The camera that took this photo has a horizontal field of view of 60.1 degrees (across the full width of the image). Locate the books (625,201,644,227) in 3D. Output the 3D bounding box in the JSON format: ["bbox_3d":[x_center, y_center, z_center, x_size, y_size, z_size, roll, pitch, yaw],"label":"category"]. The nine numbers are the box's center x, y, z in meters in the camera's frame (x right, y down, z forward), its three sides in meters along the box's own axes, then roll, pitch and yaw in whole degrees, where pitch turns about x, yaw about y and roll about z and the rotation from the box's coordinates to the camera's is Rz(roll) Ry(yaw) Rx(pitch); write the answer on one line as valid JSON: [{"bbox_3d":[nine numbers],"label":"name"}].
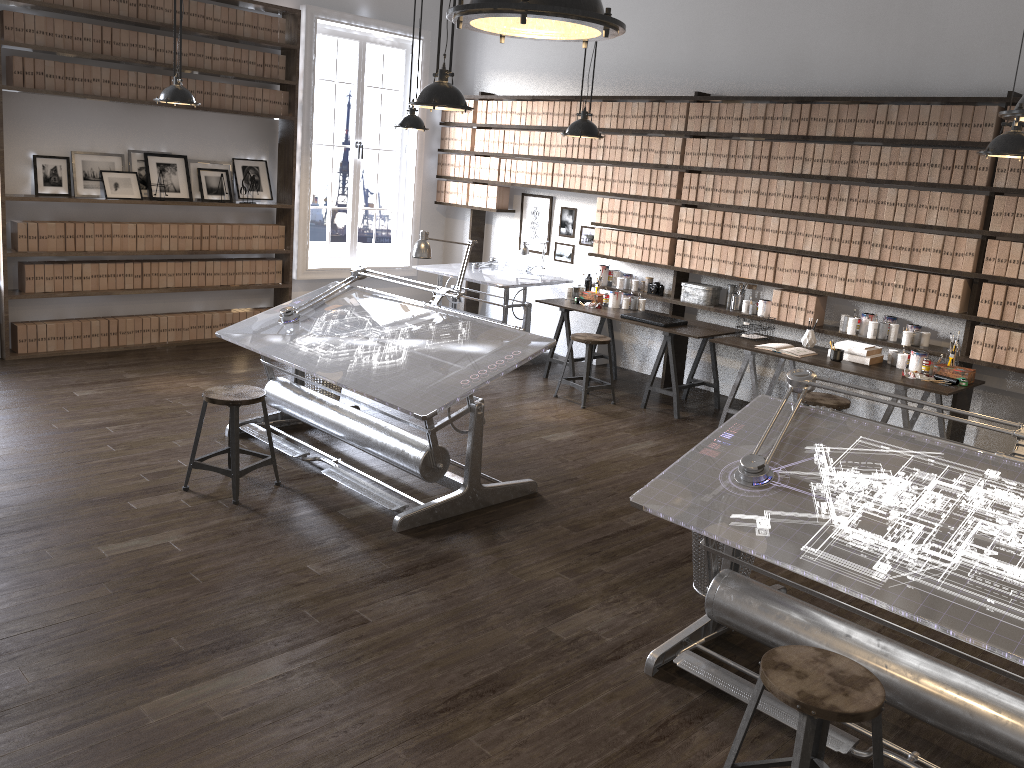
[{"bbox_3d":[1.073,-1.472,7.680,0.175,0.223,0.067,-7,16,-44],"label":"books"}]

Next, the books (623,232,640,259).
[{"bbox_3d":[1.058,-1.208,7.726,0.175,0.223,0.067,-7,16,-44],"label":"books"}]

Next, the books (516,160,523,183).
[{"bbox_3d":[0.126,-2.051,8.591,0.175,0.223,0.067,-7,16,-44],"label":"books"}]

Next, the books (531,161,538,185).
[{"bbox_3d":[0.270,-2.001,8.437,0.175,0.223,0.067,-7,16,-44],"label":"books"}]

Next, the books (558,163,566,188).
[{"bbox_3d":[0.515,-1.922,8.198,0.175,0.223,0.067,-7,16,-44],"label":"books"}]

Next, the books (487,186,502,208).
[{"bbox_3d":[-0.162,-1.876,8.906,0.175,0.223,0.067,-7,16,-44],"label":"books"}]

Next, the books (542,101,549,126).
[{"bbox_3d":[0.368,-2.518,8.279,0.175,0.223,0.067,-7,16,-44],"label":"books"}]

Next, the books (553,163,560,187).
[{"bbox_3d":[0.469,-1.938,8.250,0.175,0.223,0.067,-7,16,-44],"label":"books"}]

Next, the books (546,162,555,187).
[{"bbox_3d":[0.413,-1.955,8.298,0.175,0.223,0.067,-7,17,-44],"label":"books"}]

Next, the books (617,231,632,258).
[{"bbox_3d":[1.008,-1.224,7.773,0.175,0.223,0.067,-7,16,-44],"label":"books"}]

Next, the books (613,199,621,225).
[{"bbox_3d":[0.972,-1.503,7.772,0.175,0.223,0.067,-7,17,-44],"label":"books"}]

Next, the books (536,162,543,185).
[{"bbox_3d":[0.318,-1.987,8.397,0.175,0.223,0.067,-7,17,-44],"label":"books"}]

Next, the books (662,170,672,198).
[{"bbox_3d":[1.340,-1.659,7.378,0.175,0.223,0.067,-7,16,-44],"label":"books"}]

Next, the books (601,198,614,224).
[{"bbox_3d":[0.884,-1.533,7.863,0.175,0.223,0.067,-7,16,-44],"label":"books"}]

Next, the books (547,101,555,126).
[{"bbox_3d":[0.418,-2.502,8.229,0.175,0.223,0.067,-7,17,-44],"label":"books"}]

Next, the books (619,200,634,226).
[{"bbox_3d":[1.023,-1.488,7.729,0.175,0.223,0.067,-7,16,-44],"label":"books"}]

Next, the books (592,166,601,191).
[{"bbox_3d":[0.801,-1.828,7.913,0.175,0.223,0.067,-7,16,-44],"label":"books"}]

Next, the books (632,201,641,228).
[{"bbox_3d":[1.119,-1.456,7.628,0.175,0.223,0.067,-7,17,-44],"label":"books"}]

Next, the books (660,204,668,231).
[{"bbox_3d":[1.327,-1.389,7.425,0.175,0.223,0.067,-7,16,-44],"label":"books"}]

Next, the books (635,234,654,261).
[{"bbox_3d":[1.152,-1.175,7.623,0.175,0.223,0.067,-7,17,-44],"label":"books"}]

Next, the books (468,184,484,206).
[{"bbox_3d":[-0.355,-1.937,9.090,0.175,0.223,0.067,-7,16,-44],"label":"books"}]

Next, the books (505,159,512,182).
[{"bbox_3d":[0.025,-2.082,8.683,0.175,0.223,0.067,-7,17,-44],"label":"books"}]

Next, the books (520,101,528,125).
[{"bbox_3d":[0.172,-2.583,8.476,0.175,0.223,0.067,-7,16,-44],"label":"books"}]

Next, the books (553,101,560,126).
[{"bbox_3d":[0.466,-2.488,8.189,0.175,0.223,0.067,-7,16,-44],"label":"books"}]

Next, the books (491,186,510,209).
[{"bbox_3d":[-0.114,-1.860,8.857,0.175,0.223,0.067,-7,16,-44],"label":"books"}]

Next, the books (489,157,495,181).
[{"bbox_3d":[-0.136,-2.142,8.846,0.175,0.223,0.067,-7,16,-44],"label":"books"}]

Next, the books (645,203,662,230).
[{"bbox_3d":[1.220,-1.422,7.527,0.175,0.223,0.067,-7,16,-44],"label":"books"}]

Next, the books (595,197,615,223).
[{"bbox_3d":[0.832,-1.549,7.912,0.175,0.223,0.067,-7,17,-44],"label":"books"}]

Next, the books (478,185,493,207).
[{"bbox_3d":[-0.258,-1.907,8.999,0.175,0.223,0.067,-7,17,-44],"label":"books"}]

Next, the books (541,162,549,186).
[{"bbox_3d":[0.365,-1.972,8.353,0.175,0.223,0.067,-7,16,-44],"label":"books"}]

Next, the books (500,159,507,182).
[{"bbox_3d":[-0.031,-2.101,8.742,0.175,0.223,0.067,-7,17,-44],"label":"books"}]

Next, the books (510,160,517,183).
[{"bbox_3d":[0.076,-2.066,8.638,0.175,0.223,0.067,-7,16,-44],"label":"books"}]

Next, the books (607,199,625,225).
[{"bbox_3d":[0.929,-1.519,7.821,0.175,0.223,0.067,-7,16,-44],"label":"books"}]

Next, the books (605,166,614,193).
[{"bbox_3d":[0.908,-1.801,7.809,0.175,0.223,0.067,-7,16,-44],"label":"books"}]

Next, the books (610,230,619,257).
[{"bbox_3d":[0.956,-1.240,7.819,0.175,0.223,0.067,-7,17,-44],"label":"books"}]

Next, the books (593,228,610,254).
[{"bbox_3d":[0.815,-1.285,7.958,0.175,0.223,0.067,-7,17,-44],"label":"books"}]

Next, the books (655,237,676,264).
[{"bbox_3d":[1.297,-1.130,7.489,0.175,0.223,0.067,-7,16,-44],"label":"books"}]

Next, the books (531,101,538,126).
[{"bbox_3d":[0.274,-2.551,8.383,0.175,0.223,0.067,-7,17,-44],"label":"books"}]

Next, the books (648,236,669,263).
[{"bbox_3d":[1.249,-1.145,7.532,0.175,0.223,0.067,-7,17,-44],"label":"books"}]

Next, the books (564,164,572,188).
[{"bbox_3d":[0.567,-1.906,8.151,0.175,0.223,0.067,-7,17,-44],"label":"books"}]

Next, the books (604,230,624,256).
[{"bbox_3d":[0.907,-1.256,7.870,0.175,0.223,0.067,-7,16,-44],"label":"books"}]

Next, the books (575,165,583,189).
[{"bbox_3d":[0.660,-1.874,8.052,0.175,0.223,0.067,-7,16,-44],"label":"books"}]

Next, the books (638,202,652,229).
[{"bbox_3d":[1.172,-1.440,7.582,0.175,0.223,0.067,-7,17,-44],"label":"books"}]

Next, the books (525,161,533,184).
[{"bbox_3d":[0.220,-2.017,8.487,0.175,0.223,0.067,-7,17,-44],"label":"books"}]

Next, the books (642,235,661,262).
[{"bbox_3d":[1.202,-1.159,7.573,0.175,0.223,0.067,-7,16,-44],"label":"books"}]

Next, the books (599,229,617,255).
[{"bbox_3d":[0.864,-1.271,7.915,0.175,0.223,0.067,-7,16,-44],"label":"books"}]

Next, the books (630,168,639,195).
[{"bbox_3d":[1.105,-1.736,7.613,0.175,0.223,0.067,-7,17,-44],"label":"books"}]

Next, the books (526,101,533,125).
[{"bbox_3d":[0.224,-2.567,8.430,0.175,0.223,0.067,-7,17,-44],"label":"books"}]

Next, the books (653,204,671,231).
[{"bbox_3d":[1.276,-1.406,7.479,0.175,0.223,0.067,-7,17,-44],"label":"books"}]

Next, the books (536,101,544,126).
[{"bbox_3d":[0.320,-2.535,8.332,0.175,0.223,0.067,-7,16,-44],"label":"books"}]

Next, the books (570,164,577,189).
[{"bbox_3d":[0.617,-1.890,8.102,0.175,0.223,0.067,-7,17,-44],"label":"books"}]

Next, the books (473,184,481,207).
[{"bbox_3d":[-0.303,-1.921,9.041,0.175,0.223,0.067,-7,17,-44],"label":"books"}]

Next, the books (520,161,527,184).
[{"bbox_3d":[0.172,-2.034,8.540,0.175,0.223,0.067,-7,17,-44],"label":"books"}]

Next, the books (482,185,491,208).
[{"bbox_3d":[-0.215,-1.891,8.950,0.175,0.223,0.067,-7,16,-44],"label":"books"}]

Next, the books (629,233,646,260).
[{"bbox_3d":[1.104,-1.192,7.675,0.175,0.223,0.067,-7,17,-44],"label":"books"}]

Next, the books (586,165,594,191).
[{"bbox_3d":[0.752,-1.845,7.964,0.175,0.223,0.067,-7,17,-44],"label":"books"}]

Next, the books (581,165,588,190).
[{"bbox_3d":[0.710,-1.859,8.009,0.175,0.223,0.067,-7,17,-44],"label":"books"}]
